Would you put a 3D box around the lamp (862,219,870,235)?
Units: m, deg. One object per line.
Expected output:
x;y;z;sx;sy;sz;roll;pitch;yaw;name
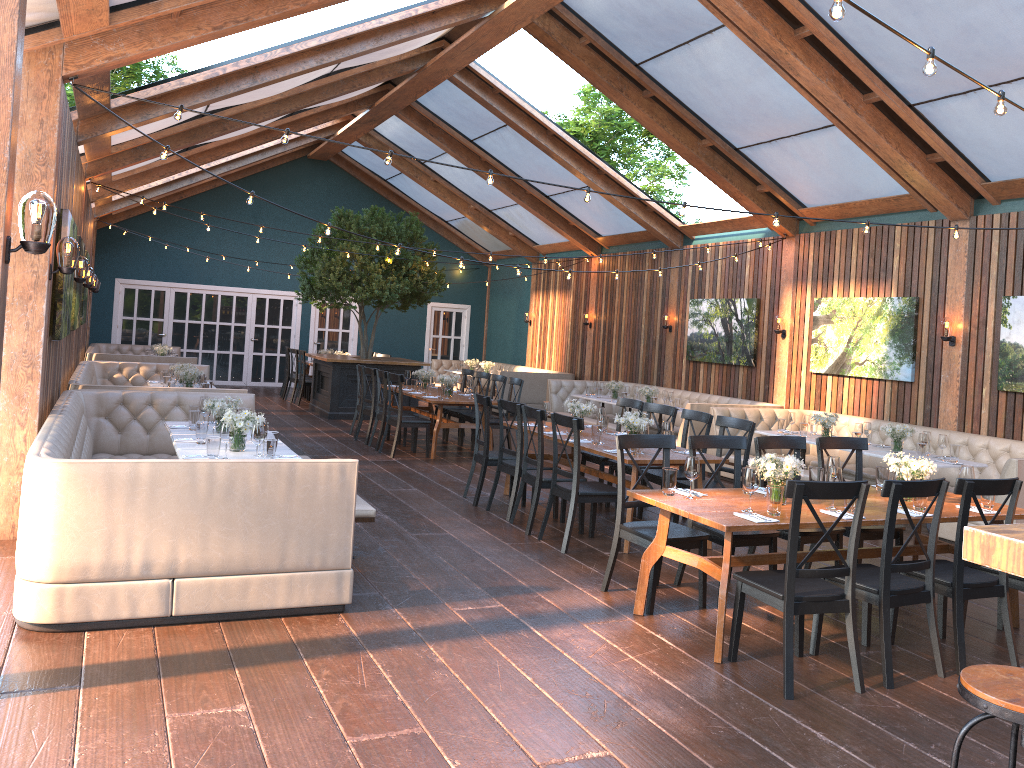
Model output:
2.830;-1.252;7.060;0.056;0.119;0.059;3;0;-45;lamp

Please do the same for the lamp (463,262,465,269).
-0.836;-2.056;15.381;0.060;0.119;0.056;4;0;-1;lamp

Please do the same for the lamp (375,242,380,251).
-1.792;-1.836;11.809;0.056;0.121;0.056;4;0;16;lamp

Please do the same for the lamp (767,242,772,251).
3.546;-1.889;12.182;0.062;0.119;0.056;3;0;-41;lamp

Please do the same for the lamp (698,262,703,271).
2.389;-1.498;11.250;0.071;0.116;0.056;4;0;-2;lamp

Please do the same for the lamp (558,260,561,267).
0.905;-2.293;16.842;0.064;0.118;0.056;4;0;-16;lamp

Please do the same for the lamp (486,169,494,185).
-0.162;-1.554;6.648;0.056;0.120;0.056;4;0;41;lamp

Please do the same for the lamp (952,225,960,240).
3.588;-1.226;7.141;0.056;0.121;0.056;4;0;9;lamp

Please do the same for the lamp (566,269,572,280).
0.632;-1.215;9.798;0.056;0.120;0.056;4;0;-5;lamp

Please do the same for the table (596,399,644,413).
1.781;0.615;13.427;0.797;0.672;0.801;3;2;-24;table

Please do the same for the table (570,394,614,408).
1.446;0.549;14.171;0.797;0.672;0.801;3;2;-25;table

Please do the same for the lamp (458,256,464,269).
-0.504;-1.206;8.784;0.056;0.121;0.056;4;0;-26;lamp

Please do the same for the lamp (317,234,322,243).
-2.542;-1.922;11.698;0.056;0.121;0.056;4;0;-15;lamp

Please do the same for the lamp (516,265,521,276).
0.071;-1.193;9.287;0.056;0.120;0.056;4;0;-19;lamp

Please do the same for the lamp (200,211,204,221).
-4.019;-2.181;11.479;0.056;0.121;0.056;4;0;0;lamp

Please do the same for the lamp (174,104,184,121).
-2.393;-1.947;6.347;0.064;0.118;0.056;4;0;39;lamp

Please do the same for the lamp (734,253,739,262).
2.973;-1.673;11.718;0.060;0.119;0.056;4;0;-2;lamp

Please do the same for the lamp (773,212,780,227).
2.081;-1.292;6.957;0.056;0.121;0.056;4;0;34;lamp

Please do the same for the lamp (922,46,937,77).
1.704;-1.313;3.604;0.056;0.121;0.056;4;0;-6;lamp

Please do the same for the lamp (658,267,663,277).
1.806;-1.363;10.770;0.056;0.121;0.056;4;0;3;lamp

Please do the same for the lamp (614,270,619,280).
1.221;-1.269;10.283;0.056;0.121;0.056;3;0;-37;lamp

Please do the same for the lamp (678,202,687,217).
1.320;-1.356;6.860;0.057;0.120;0.056;4;0;-31;lamp

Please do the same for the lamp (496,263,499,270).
-0.260;-2.105;15.869;0.056;0.117;0.068;4;1;-27;lamp

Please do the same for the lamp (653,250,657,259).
1.975;-1.792;12.270;0.063;0.118;0.056;3;0;-31;lamp

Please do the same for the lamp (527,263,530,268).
0.313;-2.184;16.373;0.056;0.121;0.056;3;0;-42;lamp

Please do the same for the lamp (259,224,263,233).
-3.286;-2.036;11.588;0.056;0.121;0.056;4;0;-12;lamp

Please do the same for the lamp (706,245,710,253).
2.735;-1.880;12.326;0.056;0.120;0.056;4;0;18;lamp

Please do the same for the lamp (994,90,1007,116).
2.270;-1.305;4.109;0.056;0.121;0.056;4;0;1;lamp

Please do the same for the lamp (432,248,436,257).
-1.044;-1.772;11.902;0.056;0.121;0.056;4;0;41;lamp

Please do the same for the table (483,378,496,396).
-0.372;0.186;18.210;0.797;0.672;0.801;3;2;-25;table

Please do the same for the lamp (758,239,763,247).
3.481;-1.972;12.388;0.056;0.121;0.056;4;0;-3;lamp

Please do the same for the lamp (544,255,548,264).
0.459;-1.701;12.111;0.056;0.117;0.067;4;1;29;lamp

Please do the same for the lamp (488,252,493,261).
-0.289;-1.724;12.002;0.056;0.121;0.056;4;0;-9;lamp

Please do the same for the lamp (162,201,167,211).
-4.477;-2.294;11.404;0.056;0.121;0.056;4;0;-22;lamp

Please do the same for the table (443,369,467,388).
-1.042;0.053;19.698;0.797;0.672;0.801;3;2;-25;table

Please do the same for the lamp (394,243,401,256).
-1.068;-1.258;8.271;0.056;0.120;0.056;4;0;26;lamp

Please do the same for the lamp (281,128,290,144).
-1.658;-1.810;6.464;0.056;0.114;0.075;4;1;-26;lamp

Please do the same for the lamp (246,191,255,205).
-2.144;-1.527;7.247;0.056;0.119;0.059;4;0;7;lamp

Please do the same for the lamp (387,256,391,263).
-2.001;-2.029;14.400;0.056;0.121;0.056;4;0;1;lamp

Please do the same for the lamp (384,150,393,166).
-0.914;-1.679;6.573;0.075;0.114;0.056;4;0;21;lamp

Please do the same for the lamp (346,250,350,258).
-2.568;-2.035;13.889;0.056;0.121;0.056;3;0;-44;lamp

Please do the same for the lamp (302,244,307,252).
-3.141;-2.059;13.389;0.056;0.120;0.056;3;0;-37;lamp

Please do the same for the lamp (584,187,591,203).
0.577;-1.446;6.759;0.056;0.121;0.056;4;0;-10;lamp

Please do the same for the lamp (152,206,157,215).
-4.772;-2.318;11.832;0.056;0.118;0.065;4;1;24;lamp

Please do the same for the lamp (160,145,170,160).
-2.644;-1.766;6.741;0.068;0.117;0.056;4;0;-18;lamp

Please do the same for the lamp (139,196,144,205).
-4.755;-2.359;11.358;0.056;0.120;0.056;4;0;31;lamp

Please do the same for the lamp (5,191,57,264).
-2.031;-0.660;3.746;0.178;0.320;0.146;3;0;-24;lamp

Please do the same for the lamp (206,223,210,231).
-4.233;-2.188;12.345;0.056;0.119;0.062;4;0;17;lamp

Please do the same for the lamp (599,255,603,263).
1.226;-1.722;12.182;0.056;0.121;0.056;4;0;-3;lamp

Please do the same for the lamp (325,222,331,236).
-1.610;-1.360;7.754;0.056;0.120;0.056;4;0;-27;lamp

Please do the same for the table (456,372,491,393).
-0.707;0.119;18.954;0.797;0.672;0.801;3;2;-24;table

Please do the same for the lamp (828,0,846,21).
1.140;-1.332;3.099;0.056;0.121;0.056;4;0;-8;lamp

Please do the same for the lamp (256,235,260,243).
-3.696;-2.106;12.872;0.056;0.120;0.056;4;0;32;lamp

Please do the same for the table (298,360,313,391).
-3.582;-0.018;17.677;0.949;0.729;2.438;3;3;-24;table

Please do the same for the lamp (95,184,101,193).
-5.308;-2.508;11.334;0.056;0.119;0.061;4;0;11;lamp

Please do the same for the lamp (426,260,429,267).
-1.418;-2.033;14.887;0.060;0.119;0.056;3;0;-39;lamp
